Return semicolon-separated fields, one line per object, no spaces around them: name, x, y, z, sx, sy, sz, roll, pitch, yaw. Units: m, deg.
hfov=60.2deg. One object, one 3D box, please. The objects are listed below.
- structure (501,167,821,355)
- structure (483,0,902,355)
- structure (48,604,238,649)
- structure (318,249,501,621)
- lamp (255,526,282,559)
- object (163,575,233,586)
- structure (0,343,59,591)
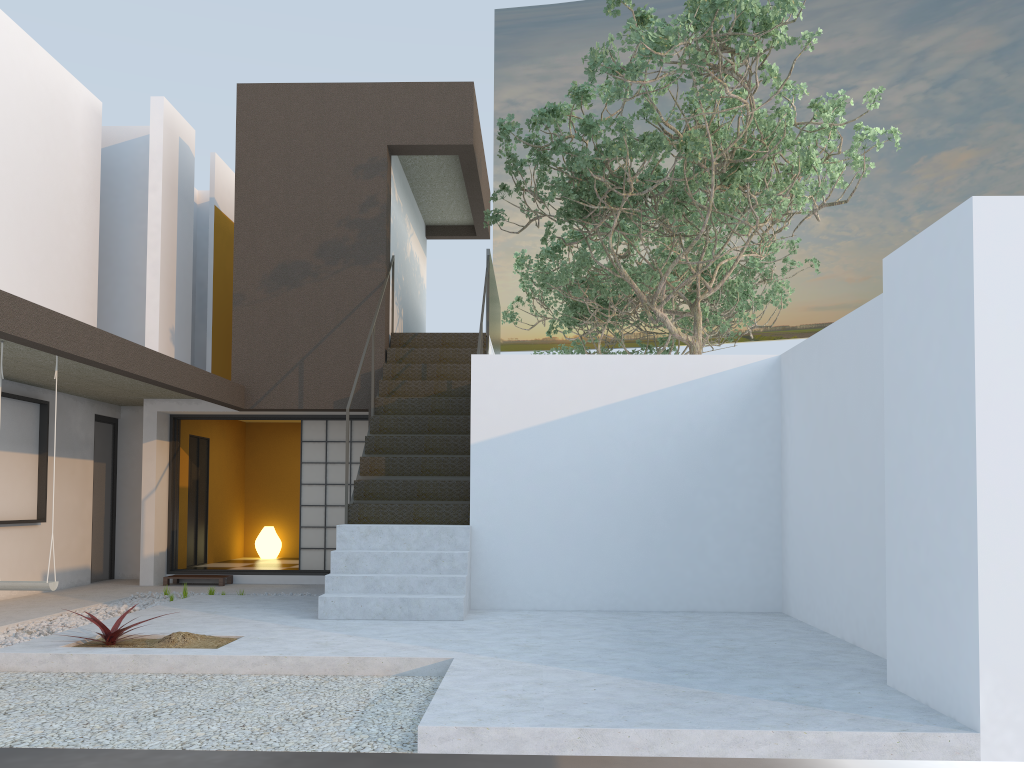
structure;2.746;-1.072;16.395;5.513;4.682;7.342;2;-6;-18
structure;1.975;-1.828;9.827;4.338;3.684;5.777;2;-6;-18
structure;-2.441;1.649;5.875;1.203;0.290;0.752;0;-7;2
structure;-0.857;0.341;10.335;1.158;3.925;6.593;0;-6;2
lamp;-3.654;2.388;13.241;0.387;0.498;0.397;1;-4;-9
object;-3.708;2.324;10.447;0.703;0.100;0.352;0;-7;2
structure;-3.617;0.601;6.576;0.462;1.859;0.129;0;-2;2
